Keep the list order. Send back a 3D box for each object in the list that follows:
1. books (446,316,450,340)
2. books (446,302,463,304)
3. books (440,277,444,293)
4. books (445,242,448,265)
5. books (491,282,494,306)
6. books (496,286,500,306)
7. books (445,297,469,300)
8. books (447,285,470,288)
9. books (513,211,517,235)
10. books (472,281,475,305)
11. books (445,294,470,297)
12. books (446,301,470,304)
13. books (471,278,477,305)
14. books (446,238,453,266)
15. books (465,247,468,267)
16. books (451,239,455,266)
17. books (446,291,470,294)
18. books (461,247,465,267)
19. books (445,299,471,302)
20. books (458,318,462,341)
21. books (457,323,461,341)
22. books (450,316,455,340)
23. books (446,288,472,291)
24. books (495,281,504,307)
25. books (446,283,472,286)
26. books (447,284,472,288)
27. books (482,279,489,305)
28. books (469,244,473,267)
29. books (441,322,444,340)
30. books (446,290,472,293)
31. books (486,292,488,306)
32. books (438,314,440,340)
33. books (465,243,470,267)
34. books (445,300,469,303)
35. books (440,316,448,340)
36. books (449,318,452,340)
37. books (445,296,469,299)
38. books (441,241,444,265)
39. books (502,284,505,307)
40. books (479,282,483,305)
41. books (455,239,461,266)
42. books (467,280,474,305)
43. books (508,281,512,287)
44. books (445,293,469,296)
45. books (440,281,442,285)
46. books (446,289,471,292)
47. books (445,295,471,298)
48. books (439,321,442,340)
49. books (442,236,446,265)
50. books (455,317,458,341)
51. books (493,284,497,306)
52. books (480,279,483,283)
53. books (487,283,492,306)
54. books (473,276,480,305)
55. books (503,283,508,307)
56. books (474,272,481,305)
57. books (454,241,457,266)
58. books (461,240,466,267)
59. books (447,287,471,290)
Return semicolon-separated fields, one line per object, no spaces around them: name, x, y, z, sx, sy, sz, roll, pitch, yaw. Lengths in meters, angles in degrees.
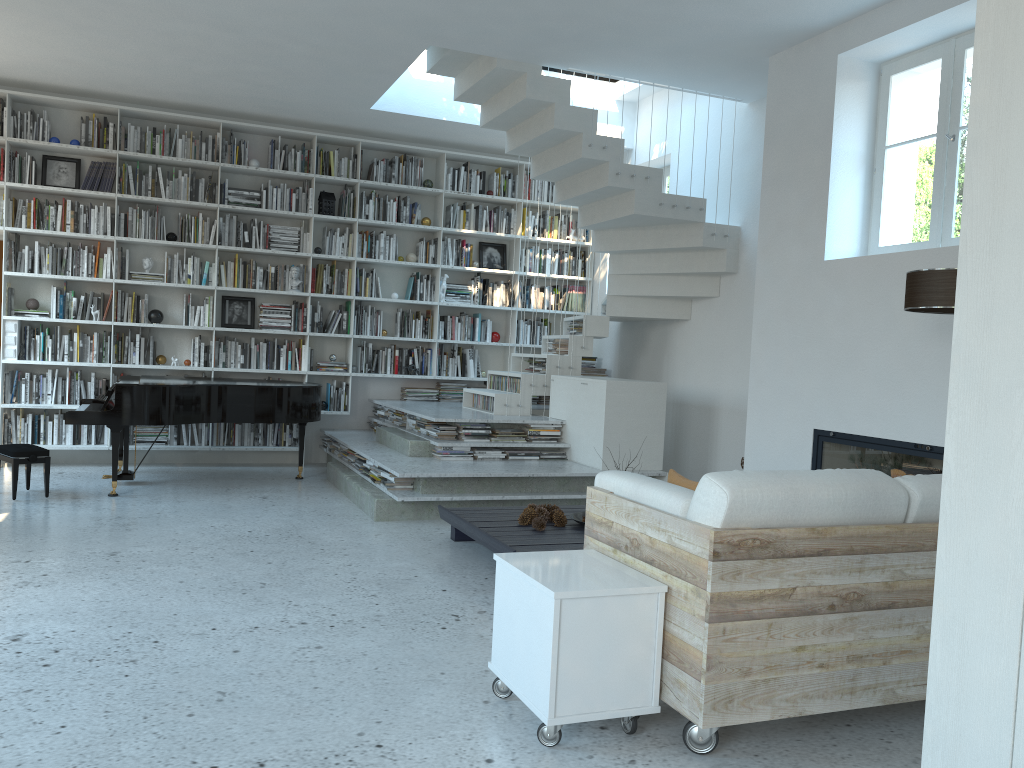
books;-0.669;-0.570;9.030;0.024;0.247;0.143;2;3;-22
books;-0.582;-0.817;9.043;0.285;0.012;0.159;2;2;-27
books;-0.732;-0.950;8.988;0.028;0.267;0.137;2;3;-22
books;-0.683;-1.307;8.970;0.011;0.248;0.155;2;3;-22
books;-0.225;-0.924;9.201;0.031;0.250;0.133;2;3;-22
books;-0.171;-0.903;9.215;0.025;0.213;0.155;2;3;-22
books;-0.580;-0.865;9.043;0.254;0.012;0.160;2;2;-18
books;-0.573;-0.986;9.043;0.254;0.012;0.160;2;2;-20
books;0.004;-1.657;9.218;0.031;0.265;0.169;2;3;-22
books;-0.422;-0.929;9.120;0.023;0.247;0.137;2;3;-22
books;-0.577;-0.901;9.040;0.254;0.012;0.160;2;2;-27
books;-0.582;-0.829;9.044;0.285;0.012;0.159;2;2;-18
books;-0.394;-0.947;9.122;0.012;0.285;0.159;2;3;-22
books;-0.649;-1.326;8.988;0.065;0.289;0.145;2;3;-22
books;-0.494;-1.282;9.047;0.033;0.213;0.152;2;3;-22
books;-0.612;-1.323;9.010;0.012;0.285;0.159;2;3;-22
books;-0.573;-0.926;9.040;0.254;0.012;0.160;2;2;-17
books;-0.523;-1.280;9.019;0.013;0.207;0.189;2;3;-22
books;-0.580;-0.853;9.041;0.285;0.012;0.159;2;2;-17
books;-0.551;-0.557;9.073;0.012;0.229;0.179;2;3;-22
books;-0.567;-0.533;9.058;0.027;0.182;0.186;2;3;-22
books;-0.622;-0.567;9.030;0.045;0.246;0.185;2;3;-22
books;-0.571;-0.962;9.037;0.285;0.012;0.159;2;2;-27
books;-0.139;-0.930;9.200;0.021;0.271;0.191;2;3;-22
books;-0.571;-1.010;9.042;0.285;0.012;0.159;2;2;-20
books;-0.572;-0.998;9.042;0.285;0.012;0.159;2;2;-24
books;-0.296;-0.941;9.145;0.059;0.282;0.167;2;3;-22
books;-0.442;-1.295;9.056;0.026;0.244;0.177;2;3;-22
books;-0.725;-0.540;9.001;0.022;0.184;0.162;2;3;-22
books;-0.574;-0.938;9.043;0.285;0.012;0.159;2;2;-25
books;-0.274;-0.939;9.183;0.010;0.278;0.128;2;3;-22
books;-0.765;-0.577;8.997;0.012;0.254;0.160;2;3;-22
books;-0.468;-1.302;9.056;0.021;0.253;0.166;2;3;-22
books;-0.582;-0.841;9.044;0.254;0.012;0.160;2;2;-26
books;-0.698;-0.569;9.007;0.047;0.244;0.177;2;3;-22
books;-0.649;-0.557;9.026;0.011;0.223;0.162;2;3;-22
books;-0.581;-0.878;9.046;0.254;0.012;0.160;2;2;-20
books;-0.724;-1.312;8.977;0.030;0.254;0.128;2;3;-22
books;-0.112;-0.913;9.214;0.041;0.239;0.176;2;3;-22
books;-0.349;-0.920;9.121;0.030;0.236;0.179;2;3;-22
books;-0.556;-1.322;9.017;0.012;0.287;0.176;2;3;-22
books;-0.432;-0.932;9.097;0.012;0.254;0.160;2;3;-22
books;-0.021;-0.933;9.282;0.029;0.284;0.138;2;3;-22
books;-0.580;-0.914;9.049;0.254;0.012;0.160;2;2;-22
books;-0.748;-0.927;8.951;0.027;0.221;0.184;2;3;-22
books;-0.574;-0.950;9.044;0.285;0.012;0.159;2;2;-20
books;-0.580;-0.889;9.046;0.285;0.012;0.159;2;2;-24
books;-0.747;-0.542;8.995;0.023;0.186;0.159;2;3;-22
books;-0.697;-1.334;8.972;0.015;0.301;0.140;2;3;-22
books;-0.595;-0.563;9.058;0.026;0.239;0.177;2;3;-22
books;-0.198;-0.915;9.211;0.028;0.235;0.129;2;3;-22
books;-0.334;-0.942;9.144;0.013;0.280;0.131;2;3;-22
books;-0.248;-0.920;9.172;0.031;0.242;0.147;2;3;-22
books;-0.374;-0.953;9.101;0.011;0.300;0.184;2;3;-22
books;-0.087;-0.920;9.240;0.024;0.255;0.145;2;3;-22
books;-0.362;-0.972;9.103;0.010;0.339;0.180;2;3;-22
books;-0.590;-1.315;9.030;0.043;0.269;0.131;2;3;-22
books;-0.512;-1.319;9.033;0.014;0.285;0.175;2;3;-22
books;-0.573;-0.974;9.043;0.285;0.012;0.159;2;2;-20
